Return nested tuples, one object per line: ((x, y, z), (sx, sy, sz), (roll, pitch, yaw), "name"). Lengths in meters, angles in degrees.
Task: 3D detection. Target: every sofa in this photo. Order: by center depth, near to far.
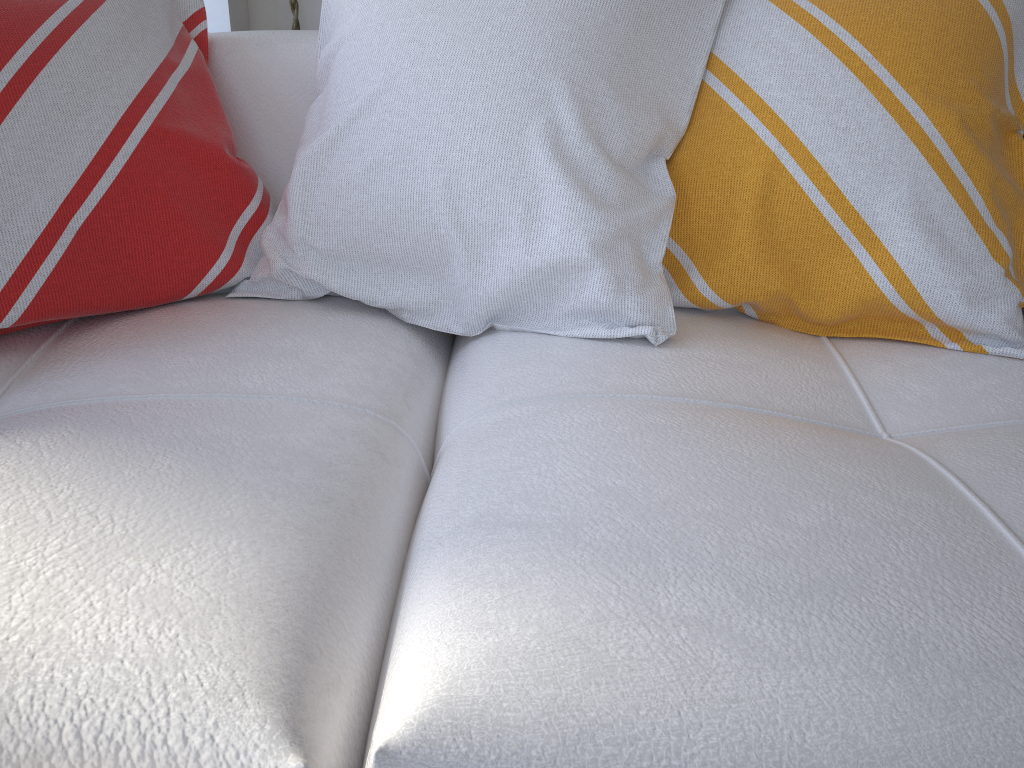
((0.375, 0.253, 0.382), (3.424, 0.732, 2.614), (1, 22, 0), "sofa")

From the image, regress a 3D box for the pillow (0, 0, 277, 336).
((0.297, -0.280, 1.052), (2.250, 0.449, 0.575), (0, 22, -2), "pillow")

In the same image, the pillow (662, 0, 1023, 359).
((-0.237, -0.095, 0.547), (2.095, 0.440, 0.630), (-18, 29, -39), "pillow")

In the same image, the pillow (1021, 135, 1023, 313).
((-0.030, -0.306, 1.037), (2.120, 0.436, 0.608), (-1, 22, -4), "pillow")

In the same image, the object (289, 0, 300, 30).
((-1.387, -2.624, 5.736), (0.801, 2.019, 0.813), (2, 22, 4), "object")

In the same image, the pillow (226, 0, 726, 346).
((-0.438, -0.021, 0.309), (0.580, 0.456, 2.156), (11, 24, 24), "pillow")
